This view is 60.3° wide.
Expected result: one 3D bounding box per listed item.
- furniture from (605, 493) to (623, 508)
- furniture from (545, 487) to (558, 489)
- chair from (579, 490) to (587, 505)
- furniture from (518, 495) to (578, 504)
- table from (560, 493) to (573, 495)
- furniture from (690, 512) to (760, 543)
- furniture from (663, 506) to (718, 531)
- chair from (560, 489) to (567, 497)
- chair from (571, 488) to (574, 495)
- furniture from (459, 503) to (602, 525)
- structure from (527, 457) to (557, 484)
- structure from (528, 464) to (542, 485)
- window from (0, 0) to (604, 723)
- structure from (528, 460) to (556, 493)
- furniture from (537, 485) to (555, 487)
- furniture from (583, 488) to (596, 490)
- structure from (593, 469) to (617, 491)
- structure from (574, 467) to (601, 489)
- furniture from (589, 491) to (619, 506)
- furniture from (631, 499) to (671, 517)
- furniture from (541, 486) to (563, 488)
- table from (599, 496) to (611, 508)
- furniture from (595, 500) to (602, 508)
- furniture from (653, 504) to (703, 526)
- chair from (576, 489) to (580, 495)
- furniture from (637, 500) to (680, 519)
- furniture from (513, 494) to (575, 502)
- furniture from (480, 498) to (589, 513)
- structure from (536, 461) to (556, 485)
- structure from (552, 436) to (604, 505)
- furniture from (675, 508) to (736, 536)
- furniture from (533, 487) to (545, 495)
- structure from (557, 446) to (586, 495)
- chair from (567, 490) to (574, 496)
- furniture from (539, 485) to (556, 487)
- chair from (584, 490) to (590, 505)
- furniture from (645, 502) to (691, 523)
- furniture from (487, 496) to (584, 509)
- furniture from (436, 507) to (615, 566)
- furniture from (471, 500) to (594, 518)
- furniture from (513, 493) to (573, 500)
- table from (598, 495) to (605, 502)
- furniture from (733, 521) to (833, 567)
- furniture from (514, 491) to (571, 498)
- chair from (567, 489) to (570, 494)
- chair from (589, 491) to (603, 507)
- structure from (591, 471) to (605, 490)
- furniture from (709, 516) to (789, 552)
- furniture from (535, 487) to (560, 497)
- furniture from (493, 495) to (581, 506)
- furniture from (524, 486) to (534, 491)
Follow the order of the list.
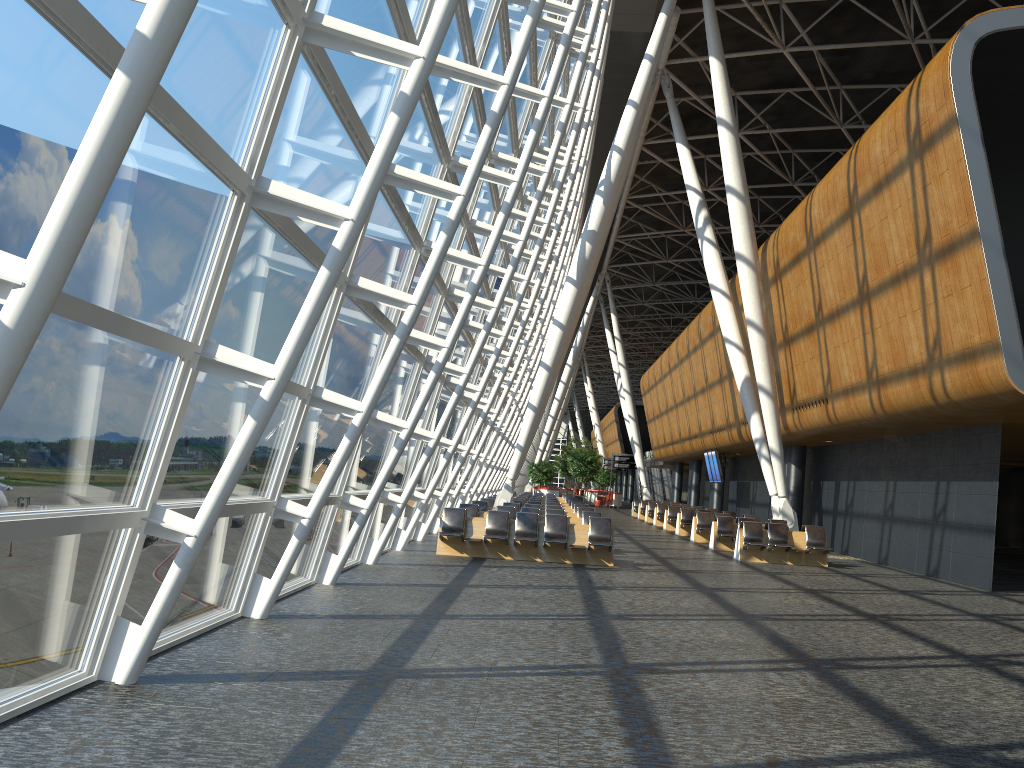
[{"bbox_3d":[6.662,7.523,57.096,0.887,1.005,2.845,3,-5,15],"label":"furniture"},{"bbox_3d":[2.650,8.016,64.068,0.892,1.006,2.829,5,-5,-30],"label":"furniture"},{"bbox_3d":[4.999,7.746,60.154,0.659,1.009,0.625,2,-2,37],"label":"chair"},{"bbox_3d":[0.971,4.813,34.477,3.250,0.868,1.667,3,-5,2],"label":"furniture"},{"bbox_3d":[3.381,7.249,55.265,0.801,0.749,0.799,5,-4,-26],"label":"table"},{"bbox_3d":[6.186,4.181,25.499,1.896,0.868,1.667,3,-5,2],"label":"furniture"},{"bbox_3d":[6.421,4.839,31.495,1.896,0.868,1.667,3,-5,2],"label":"furniture"},{"bbox_3d":[3.174,7.363,57.666,0.621,1.009,0.664,3,-2,27],"label":"chair"},{"bbox_3d":[5.140,8.975,71.540,0.662,1.009,0.623,4,-2,-13],"label":"chair"},{"bbox_3d":[0.386,3.169,19.488,3.250,0.868,1.667,3,-5,2],"label":"furniture"},{"bbox_3d":[1.866,6.332,57.923,1.923,2.965,1.863,4,-2,-23],"label":"structure"},{"bbox_3d":[2.016,7.230,65.480,1.764,2.810,1.801,5,-2,-40],"label":"structure"},{"bbox_3d":[2.498,3.516,83.200,3.718,13.998,166.991,4,-6,3],"label":"window"},{"bbox_3d":[1.836,6.114,55.018,1.740,2.776,1.777,5,-2,-40],"label":"structure"},{"bbox_3d":[3.678,12.414,103.793,3.250,0.868,1.667,3,-5,2],"label":"furniture"},{"bbox_3d":[9.245,12.769,103.809,1.896,0.868,1.667,3,-5,2],"label":"furniture"},{"bbox_3d":[6.938,7.624,66.084,1.740,2.776,1.777,5,-2,-40],"label":"structure"},{"bbox_3d":[5.917,7.593,69.662,2.276,3.472,2.227,3,-2,15],"label":"structure"},{"bbox_3d":[6.263,7.812,60.027,0.892,1.006,2.829,5,-5,-30],"label":"furniture"},{"bbox_3d":[6.889,6.154,43.486,1.896,0.868,1.667,3,-5,2],"label":"furniture"},{"bbox_3d":[3.498,9.315,75.679,0.887,1.006,2.843,1,-6,45],"label":"furniture"},{"bbox_3d":[5.806,7.455,55.751,0.797,0.749,0.803,3,-3,19],"label":"table"},{"bbox_3d":[5.416,7.539,55.411,0.442,0.459,0.445,3,-3,15],"label":"furniture"},{"bbox_3d":[6.538,5.168,34.493,1.896,0.868,1.667,3,-5,2],"label":"furniture"},{"bbox_3d":[5.292,8.567,67.643,0.659,1.009,0.625,2,-2,37],"label":"chair"},{"bbox_3d":[6.772,5.825,40.488,1.896,0.868,1.667,3,-5,2],"label":"furniture"},{"bbox_3d":[1.088,5.142,37.474,3.250,0.868,1.667,3,-5,2],"label":"furniture"},{"bbox_3d":[0.620,3.827,25.484,3.250,0.868,1.667,3,-5,2],"label":"furniture"},{"bbox_3d":[2.120,6.861,62.156,1.790,2.848,1.828,5,-2,-40],"label":"structure"},{"bbox_3d":[4.148,5.729,58.282,3.094,4.527,5.821,4,-4,-5],"label":"structure"},{"bbox_3d":[6.304,4.510,28.497,1.896,0.868,1.667,3,-5,2],"label":"furniture"},{"bbox_3d":[1.959,7.484,59.509,0.887,1.005,2.845,3,-5,15],"label":"furniture"},{"bbox_3d":[5.204,7.504,74.213,3.086,4.528,5.775,3,-4,25],"label":"structure"},{"bbox_3d":[3.477,7.239,56.324,0.659,1.009,0.625,3,-2,27],"label":"chair"},{"bbox_3d":[3.795,12.743,106.791,3.250,0.868,1.667,3,-5,2],"label":"furniture"},{"bbox_3d":[5.234,7.637,58.997,0.621,1.009,0.664,2,-2,37],"label":"chair"},{"bbox_3d":[6.655,5.496,37.490,1.896,0.868,1.667,3,-5,2],"label":"furniture"},{"bbox_3d":[0.737,4.155,28.481,3.250,0.868,1.667,3,-5,2],"label":"furniture"},{"bbox_3d":[0.269,2.840,16.490,3.250,0.868,1.667,3,-5,2],"label":"furniture"},{"bbox_3d":[0.503,3.498,22.486,3.250,0.868,1.667,3,-5,2],"label":"furniture"},{"bbox_3d":[1.205,5.470,40.472,3.250,0.868,1.667,3,-5,2],"label":"furniture"},{"bbox_3d":[5.991,7.630,57.275,0.797,0.749,0.803,3,-3,19],"label":"table"},{"bbox_3d":[5.952,3.524,19.504,1.896,0.868,1.667,3,-5,2],"label":"furniture"},{"bbox_3d":[1.322,5.799,43.470,3.250,0.868,1.667,3,-5,2],"label":"furniture"},{"bbox_3d":[3.769,8.060,63.813,0.659,1.009,0.625,3,-2,27],"label":"chair"},{"bbox_3d":[5.447,7.409,56.748,0.664,1.009,0.621,5,-2,-43],"label":"chair"},{"bbox_3d":[7.673,8.675,76.469,1.891,2.992,1.931,5,-2,-40],"label":"structure"},{"bbox_3d":[6.069,3.853,22.502,1.896,0.868,1.667,3,-5,2],"label":"furniture"},{"bbox_3d":[2.357,7.195,56.579,0.892,1.006,2.829,5,-5,-30],"label":"furniture"},{"bbox_3d":[0.854,4.484,31.479,3.250,0.868,1.667,3,-5,2],"label":"furniture"},{"bbox_3d":[2.742,9.784,79.811,3.250,0.868,1.667,3,-5,2],"label":"furniture"}]
